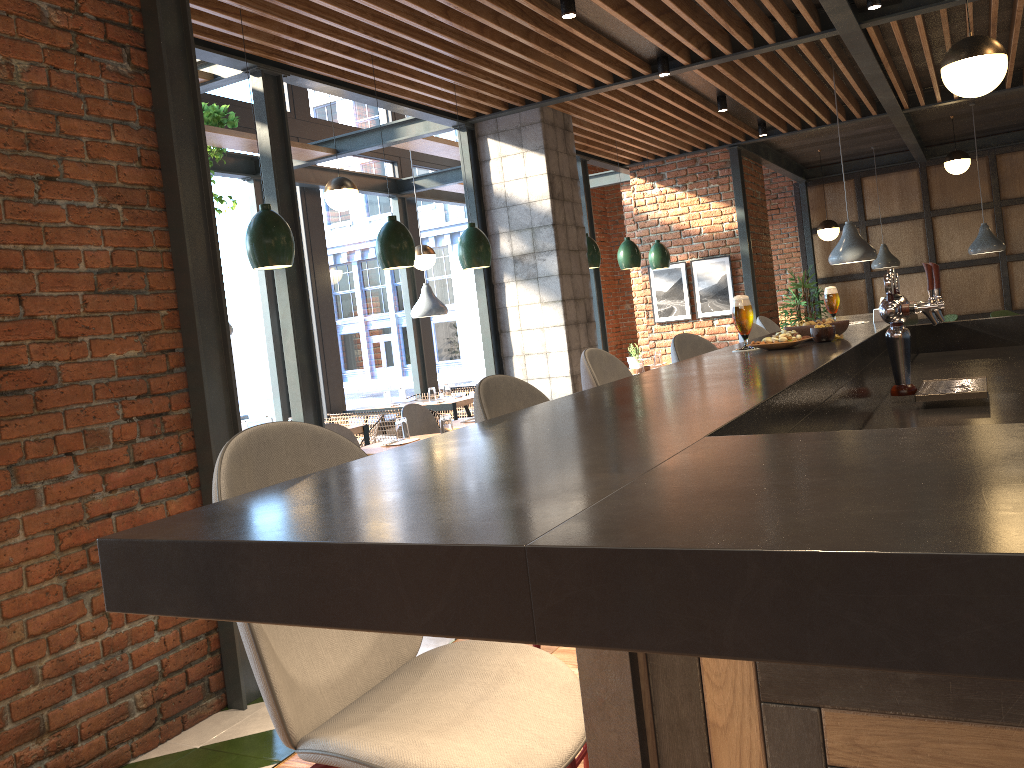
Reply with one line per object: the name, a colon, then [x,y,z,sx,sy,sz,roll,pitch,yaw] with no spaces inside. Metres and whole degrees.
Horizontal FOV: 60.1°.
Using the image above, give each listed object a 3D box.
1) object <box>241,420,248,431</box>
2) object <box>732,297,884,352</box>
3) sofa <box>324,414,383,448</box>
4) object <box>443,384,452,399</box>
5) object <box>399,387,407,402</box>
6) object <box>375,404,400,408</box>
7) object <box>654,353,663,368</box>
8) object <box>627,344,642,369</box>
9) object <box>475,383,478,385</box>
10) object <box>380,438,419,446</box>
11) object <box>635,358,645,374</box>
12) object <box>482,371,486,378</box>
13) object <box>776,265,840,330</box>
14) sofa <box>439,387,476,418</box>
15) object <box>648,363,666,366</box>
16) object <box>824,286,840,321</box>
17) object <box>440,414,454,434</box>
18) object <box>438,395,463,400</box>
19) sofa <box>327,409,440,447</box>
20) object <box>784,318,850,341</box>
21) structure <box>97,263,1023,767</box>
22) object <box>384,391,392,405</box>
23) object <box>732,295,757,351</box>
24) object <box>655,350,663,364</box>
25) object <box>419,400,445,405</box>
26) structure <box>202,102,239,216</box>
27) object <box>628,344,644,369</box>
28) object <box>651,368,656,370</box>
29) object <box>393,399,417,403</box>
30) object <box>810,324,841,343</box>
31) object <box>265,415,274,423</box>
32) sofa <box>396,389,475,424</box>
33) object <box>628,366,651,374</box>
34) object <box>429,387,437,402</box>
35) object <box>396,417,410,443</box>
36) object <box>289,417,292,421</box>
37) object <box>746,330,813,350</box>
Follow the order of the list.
object: [-2.102,0.357,6.943,0.080,0.138,0.080,-7,2,-6]
object: [1.239,-0.256,3.492,0.321,0.106,1.515,-5,4,32]
sofa: [-1.536,0.673,7.487,1.089,0.732,0.472,-5,2,28]
object: [-0.635,0.069,8.680,0.080,0.138,0.080,-7,2,3]
object: [-1.103,0.106,8.933,0.080,0.138,0.080,-6,2,31]
object: [-1.223,0.208,8.624,0.242,0.019,0.158,-4,4,30]
object: [1.415,-0.226,8.590,0.080,0.138,0.080,-7,2,2]
object: [1.167,-0.251,8.434,0.145,0.276,0.146,-6,2,9]
object: [-0.318,-0.013,10.331,0.242,0.019,0.158,-5,4,27]
object: [-0.645,0.332,5.153,0.157,0.019,0.243,-5,4,25]
object: [1.164,-0.163,8.082,0.080,0.138,0.080,-7,2,-8]
object: [-0.308,-0.082,10.347,0.080,0.138,0.080,-8,2,-30]
object: [4.111,-0.814,12.324,0.979,1.721,0.914,-7,2,-6]
sofa: [-0.273,0.364,9.870,1.089,0.732,0.472,-5,2,28]
object: [1.511,-0.211,9.193,0.157,0.019,0.243,-5,4,27]
object: [1.503,-0.371,4.156,0.070,0.178,0.070,-6,2,32]
object: [-0.371,0.242,5.023,0.080,0.138,0.080,-7,2,-22]
object: [-0.598,0.130,8.691,0.242,0.019,0.158,-4,4,30]
sofa: [-1.173,0.584,8.173,1.089,0.732,0.472,-5,2,28]
object: [1.057,-0.190,3.070,0.169,0.072,0.168,-10,5,-42]
structure: [2.000,0.268,2.372,2.911,1.395,4.938,-5,4,28]
object: [-1.212,0.139,8.639,0.080,0.138,0.080,-7,2,3]
object: [0.770,-0.206,2.946,0.070,0.182,0.070,-8,2,-41]
object: [1.515,-0.276,9.162,0.080,0.138,0.080,-8,2,-40]
object: [-0.766,0.171,8.376,0.242,0.019,0.158,-5,4,27]
structure: [-2.386,-1.681,6.501,0.527,0.923,0.944,-6,3,34]
object: [1.172,-0.246,8.307,0.115,0.282,0.128,-6,2,24]
object: [1.434,-0.160,8.562,0.157,0.019,0.243,-5,4,29]
object: [-1.066,0.168,8.945,0.242,0.019,0.158,-5,4,28]
object: [1.024,-0.168,2.901,0.078,0.060,0.108,-5,4,36]
object: [-1.972,0.325,7.199,0.080,0.138,0.080,-7,2,3]
sofa: [-0.646,0.455,9.168,1.089,0.732,0.472,-5,2,28]
object: [1.185,-0.133,8.382,0.251,0.046,0.254,-7,4,2]
object: [-0.753,0.102,8.390,0.080,0.138,0.080,-6,2,30]
object: [-0.636,0.266,5.131,0.080,0.138,0.080,-5,2,38]
object: [-1.653,0.320,6.708,0.080,0.138,0.080,-8,2,-40]
object: [0.890,-0.146,2.868,0.163,0.052,0.293,-4,5,37]
